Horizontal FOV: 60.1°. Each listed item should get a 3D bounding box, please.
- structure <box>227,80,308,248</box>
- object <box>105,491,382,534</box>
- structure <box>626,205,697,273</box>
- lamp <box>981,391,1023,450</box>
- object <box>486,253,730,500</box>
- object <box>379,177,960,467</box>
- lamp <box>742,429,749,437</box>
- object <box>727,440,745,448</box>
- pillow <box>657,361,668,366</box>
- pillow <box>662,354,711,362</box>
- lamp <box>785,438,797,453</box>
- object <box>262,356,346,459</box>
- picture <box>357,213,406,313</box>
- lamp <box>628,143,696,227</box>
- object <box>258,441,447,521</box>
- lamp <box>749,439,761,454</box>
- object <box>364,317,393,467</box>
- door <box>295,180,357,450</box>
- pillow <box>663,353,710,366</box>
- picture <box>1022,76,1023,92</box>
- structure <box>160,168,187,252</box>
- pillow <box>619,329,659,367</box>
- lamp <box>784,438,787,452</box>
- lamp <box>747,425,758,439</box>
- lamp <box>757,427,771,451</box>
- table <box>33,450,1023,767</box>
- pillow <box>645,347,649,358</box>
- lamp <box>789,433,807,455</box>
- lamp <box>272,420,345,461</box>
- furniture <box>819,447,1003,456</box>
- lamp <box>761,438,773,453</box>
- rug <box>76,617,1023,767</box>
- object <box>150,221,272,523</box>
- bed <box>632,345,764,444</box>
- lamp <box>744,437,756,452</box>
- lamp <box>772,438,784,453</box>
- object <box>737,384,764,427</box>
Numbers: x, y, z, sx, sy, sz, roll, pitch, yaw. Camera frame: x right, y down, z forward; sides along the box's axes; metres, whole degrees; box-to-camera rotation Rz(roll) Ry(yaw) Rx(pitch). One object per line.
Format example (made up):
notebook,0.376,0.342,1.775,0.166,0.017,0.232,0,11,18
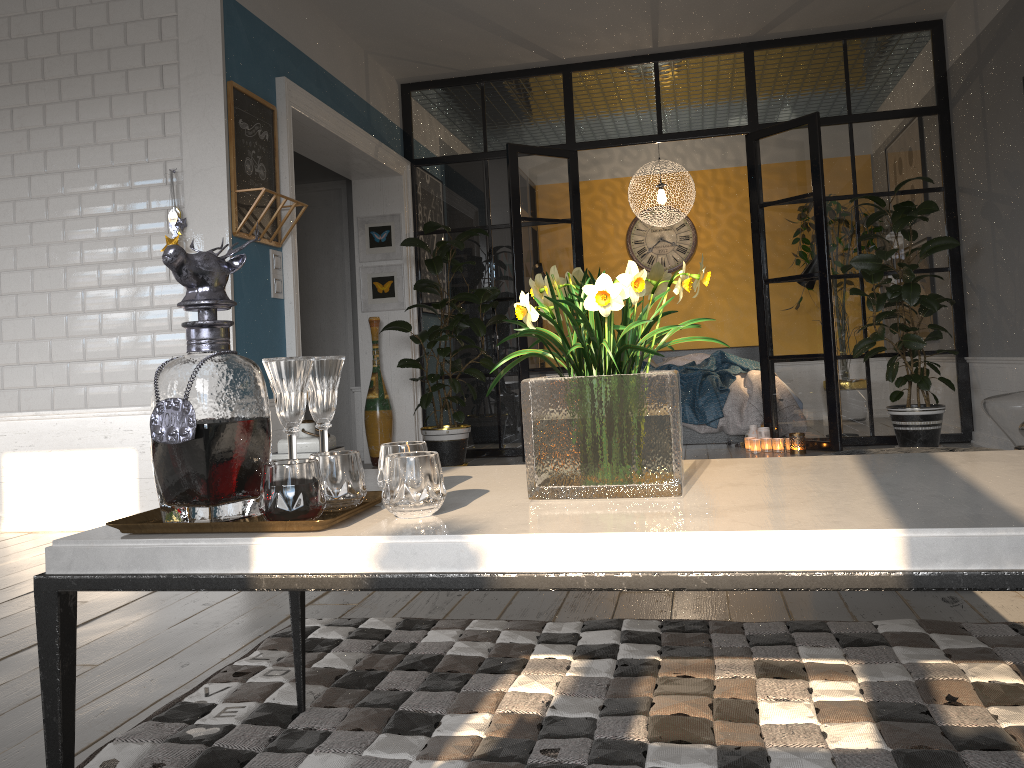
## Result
structure,-1.247,-1.122,4.561,0.185,0.777,0.494,-4,-2,12
object,-0.354,0.178,1.237,0.318,0.015,0.246,-3,1,12
structure,1.560,-1.504,9.233,0.726,0.726,0.070,-3,-3,11
lamp,2.582,0.257,4.390,0.431,0.439,0.432,-4,-1,33
object,0.150,-0.017,1.333,0.351,0.352,0.324,-3,-1,14
object,1.092,-0.379,6.114,3.893,1.800,1.010,-3,-2,11
lamp,1.806,0.407,6.662,0.108,0.131,0.095,-3,-1,-18
object,1.716,0.454,6.675,0.087,0.054,0.325,-3,1,-24
pillow,1.582,-0.109,8.654,0.621,0.267,0.476,-3,0,33
pillow,1.880,-0.142,8.784,0.775,0.297,0.527,-3,0,11
lamp,1.933,0.425,6.112,0.081,0.099,0.080,-2,-1,-38
object,-0.332,0.070,1.438,0.082,0.227,0.167,-4,-2,23
picture,-1.215,-0.915,5.966,0.358,0.754,1.944,-3,1,12
lamp,1.366,-1.996,8.168,0.617,1.099,0.614,-2,-2,-38
object,-0.229,0.140,1.274,0.246,0.087,0.278,-3,1,-11
lamp,1.705,0.435,6.185,0.081,0.099,0.080,-2,-1,-38
object,-1.014,0.055,6.673,0.215,1.127,0.215,-3,-3,6
door,-1.780,-0.514,7.443,1.036,2.313,0.177,-3,-3,11
pillow,1.768,-0.180,8.398,0.594,0.227,0.483,-3,1,-29
picture,0.812,-1.071,4.970,4.035,1.798,7.290,-3,1,12
structure,-1.644,-0.825,4.296,0.134,0.449,0.078,-3,-3,-1
pillow,1.077,-0.242,8.539,0.781,0.600,0.498,-3,-1,17
lamp,1.921,0.427,6.222,0.063,0.091,0.063,-3,-1,-7
lamp,1.760,0.389,6.433,0.092,0.180,0.092,-4,-2,32
lamp,1.803,0.394,6.322,0.089,0.167,0.092,-2,-2,-22
table,0.183,0.414,1.336,1.454,0.512,0.732,-3,0,12
pillow,1.165,-0.159,8.947,0.756,0.456,0.513,-3,0,-17
lamp,1.941,0.406,6.013,0.107,0.141,0.107,-2,-1,-25
lamp,-1.039,0.423,4.515,0.286,0.479,0.286,-3,-2,11
furniture,1.323,0.398,2.833,0.735,0.357,0.734,-3,0,-1
lamp,1.790,0.430,6.213,0.081,0.099,0.080,-2,-1,-38
rug,0.448,0.639,1.434,2.524,0.034,1.769,-3,1,12
object,-0.430,-0.019,1.248,0.148,0.418,0.155,-4,-3,31
bed,1.563,0.065,7.990,1.896,0.772,2.322,-3,1,12
lamp,1.703,0.433,6.319,0.081,0.099,0.080,-2,-1,-24
lamp,1.851,0.428,6.150,0.081,0.099,0.080,-2,-1,-38
object,1.961,0.204,6.630,0.278,0.523,0.436,-2,-2,-38
